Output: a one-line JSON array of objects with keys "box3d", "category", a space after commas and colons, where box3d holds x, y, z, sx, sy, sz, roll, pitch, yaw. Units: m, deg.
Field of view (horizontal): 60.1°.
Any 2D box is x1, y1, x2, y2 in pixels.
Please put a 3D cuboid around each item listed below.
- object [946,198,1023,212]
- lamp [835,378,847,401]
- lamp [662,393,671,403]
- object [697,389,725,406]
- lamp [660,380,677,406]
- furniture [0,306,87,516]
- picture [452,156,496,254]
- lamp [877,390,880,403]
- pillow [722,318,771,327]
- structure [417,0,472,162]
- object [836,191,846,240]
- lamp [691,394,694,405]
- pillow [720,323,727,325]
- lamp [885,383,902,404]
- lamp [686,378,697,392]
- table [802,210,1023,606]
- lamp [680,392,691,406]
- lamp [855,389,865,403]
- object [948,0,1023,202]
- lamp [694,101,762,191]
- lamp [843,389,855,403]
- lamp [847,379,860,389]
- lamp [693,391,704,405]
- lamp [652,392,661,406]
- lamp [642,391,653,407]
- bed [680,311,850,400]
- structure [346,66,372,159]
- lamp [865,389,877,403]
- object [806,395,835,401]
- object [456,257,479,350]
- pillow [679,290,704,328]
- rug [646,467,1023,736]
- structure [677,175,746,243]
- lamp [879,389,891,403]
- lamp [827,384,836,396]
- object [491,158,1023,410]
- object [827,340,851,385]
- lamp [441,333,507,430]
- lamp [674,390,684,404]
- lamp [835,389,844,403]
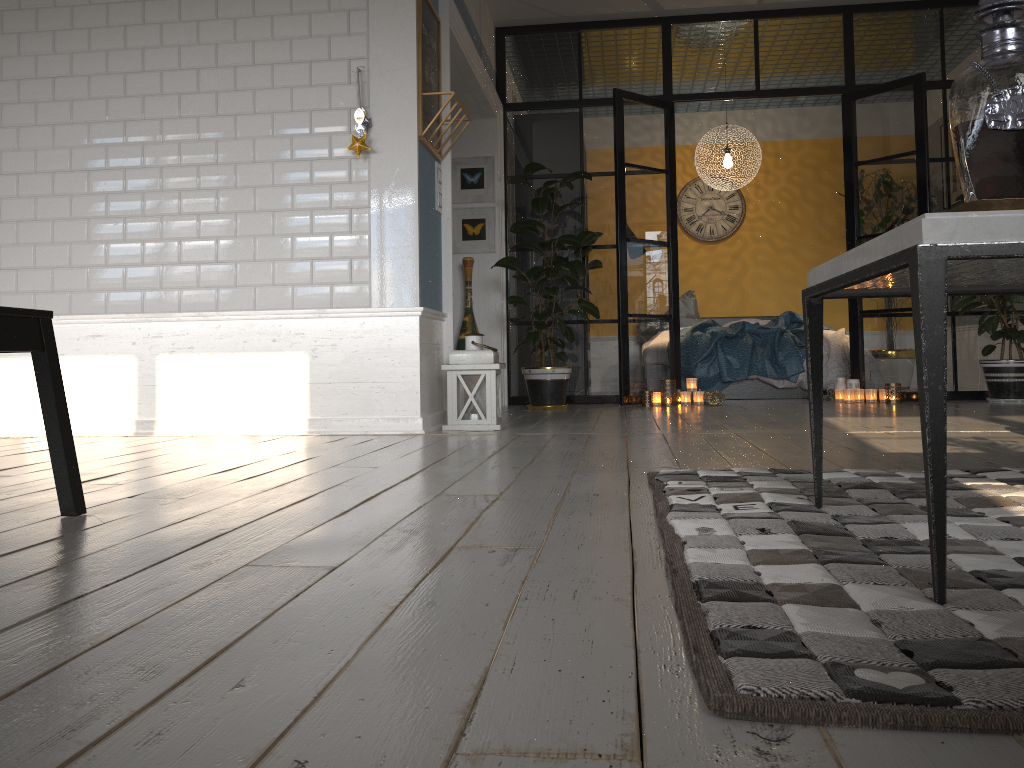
[{"box3d": [0.765, -0.235, 1.243, 0.318, 0.015, 0.246, -1, 1, 7], "category": "object"}, {"box3d": [2.451, 0.043, 6.584, 0.092, 0.180, 0.092, -2, -2, 28], "category": "lamp"}, {"box3d": [1.124, 0.106, 6.457, 0.080, 0.099, 0.080, 0, -1, -42], "category": "lamp"}, {"box3d": [1.445, 0.097, 6.571, 0.192, 0.118, 0.716, -1, 1, -4], "category": "object"}, {"box3d": [1.123, 0.064, 6.352, 0.115, 0.187, 0.114, -1, -2, 6], "category": "lamp"}, {"box3d": [-1.297, 0.088, 1.209, 0.465, 0.456, 1.668, -1, 1, 7], "category": "furniture"}, {"box3d": [-0.424, -1.361, 5.894, 0.359, 0.754, 1.944, -1, 1, 7], "category": "picture"}, {"box3d": [2.626, 0.087, 6.386, 0.063, 0.091, 0.063, -1, -1, -11], "category": "lamp"}, {"box3d": [2.325, -0.526, 8.545, 0.593, 0.227, 0.484, -1, 1, -34], "category": "pillow"}, {"box3d": [-0.337, -1.568, 4.491, 0.185, 0.777, 0.494, -1, -1, 7], "category": "structure"}, {"box3d": [3.737, -1.048, 8.710, 1.344, 2.210, 1.246, -1, -2, -6], "category": "object"}, {"box3d": [1.330, 0.112, 6.491, 0.069, 0.080, 0.069, -1, -1, 15], "category": "lamp"}, {"box3d": [2.405, -0.485, 8.938, 0.775, 0.297, 0.526, -1, 0, 7], "category": "pillow"}, {"box3d": [2.663, 0.067, 6.180, 0.107, 0.141, 0.107, 0, -1, -29], "category": "lamp"}, {"box3d": [1.300, 0.006, 6.393, 0.080, 0.099, 0.080, 0, -1, -42], "category": "lamp"}, {"box3d": [1.283, 0.018, 1.382, 1.455, 0.512, 0.731, -1, 0, 7], "category": "table"}, {"box3d": [1.258, 0.105, 6.399, 0.080, 0.099, 0.080, 0, -1, -42], "category": "lamp"}, {"box3d": [2.496, 0.086, 6.367, 0.080, 0.099, 0.080, 0, -1, -42], "category": "lamp"}, {"box3d": [0.697, -0.435, 1.249, 0.148, 0.418, 0.155, -2, -2, 26], "category": "object"}, {"box3d": [2.014, -2.355, 8.288, 0.616, 1.099, 0.615, 1, -2, -42], "category": "lamp"}, {"box3d": [2.413, 0.088, 6.333, 0.080, 0.099, 0.080, 0, -1, -42], "category": "lamp"}, {"box3d": [2.502, 0.050, 6.477, 0.089, 0.167, 0.092, 0, -2, -27], "category": "lamp"}, {"box3d": [1.347, 0.104, 6.381, 0.080, 0.099, 0.080, 0, -1, -42], "category": "lamp"}, {"box3d": [1.047, 0.109, 6.408, 0.080, 0.099, 0.080, 0, -1, -42], "category": "lamp"}, {"box3d": [0.973, 0.107, 6.354, 0.084, 0.110, 0.084, -1, -1, -17], "category": "lamp"}, {"box3d": [2.143, -0.288, 8.122, 1.897, 0.771, 2.321, -1, 1, 8], "category": "bed"}, {"box3d": [-0.723, -1.285, 4.195, 0.134, 0.449, 0.078, -1, -2, -5], "category": "structure"}, {"box3d": [2.562, 0.086, 6.310, 0.080, 0.099, 0.080, 0, -1, -42], "category": "lamp"}, {"box3d": [2.385, 0.106, 6.823, 0.087, 0.054, 0.326, -1, 1, -29], "category": "object"}, {"box3d": [-0.319, -0.386, 6.612, 0.216, 1.126, 0.215, -1, -2, 1], "category": "object"}, {"box3d": [1.628, -0.612, 8.633, 0.782, 0.600, 0.498, -1, -1, 13], "category": "pillow"}, {"box3d": [1.531, 0.252, 1.500, 2.525, 0.034, 1.768, -1, 1, 7], "category": "rug"}, {"box3d": [2.104, -1.857, 9.365, 0.726, 0.726, 0.070, -1, -3, 7], "category": "structure"}, {"box3d": [2.647, 0.086, 6.278, 0.080, 0.099, 0.080, 0, -1, -42], "category": "lamp"}, {"box3d": [2.478, 0.063, 6.816, 0.108, 0.131, 0.096, -1, -1, -23], "category": "lamp"}, {"box3d": [1.841, -0.747, 6.217, 3.895, 1.800, 1.009, -1, -2, 7], "category": "object"}, {"box3d": [2.642, -0.134, 6.797, 0.278, 0.523, 0.437, 1, -2, -42], "category": "object"}, {"box3d": [-0.187, -0.018, 4.458, 0.287, 0.479, 0.286, -1, -2, 6], "category": "lamp"}, {"box3d": [1.253, 0.096, 6.633, 0.081, 0.107, 0.080, -1, -1, 7], "category": "lamp"}, {"box3d": [2.402, 0.085, 6.466, 0.081, 0.099, 0.080, 0, -1, -29], "category": "lamp"}]
